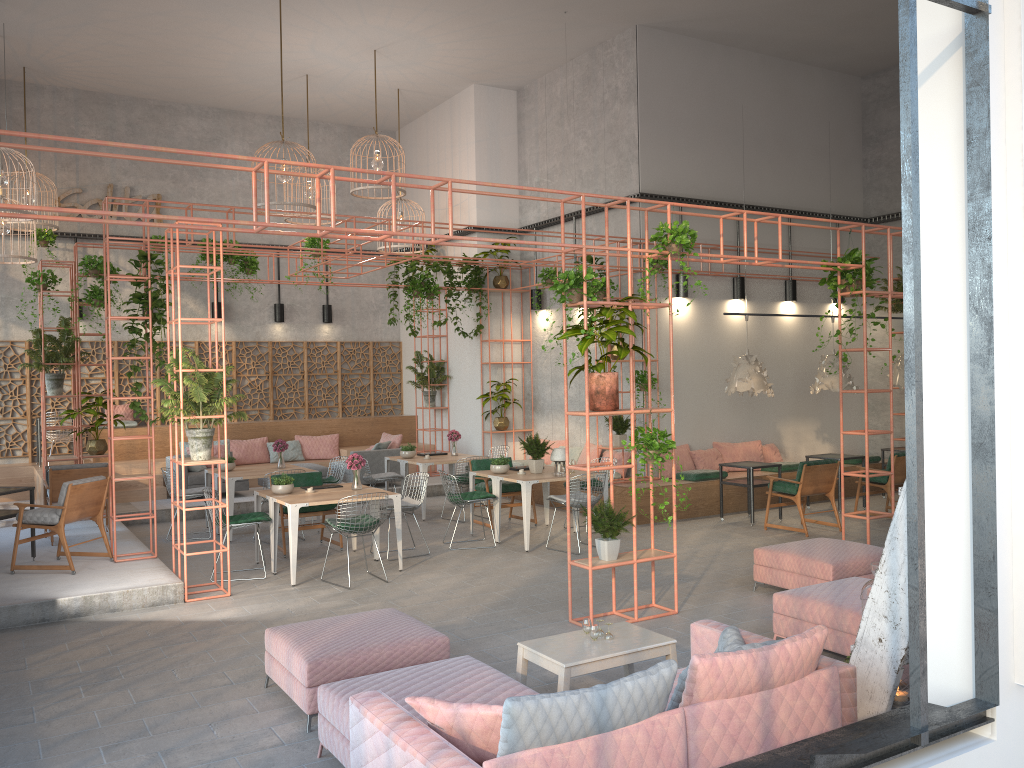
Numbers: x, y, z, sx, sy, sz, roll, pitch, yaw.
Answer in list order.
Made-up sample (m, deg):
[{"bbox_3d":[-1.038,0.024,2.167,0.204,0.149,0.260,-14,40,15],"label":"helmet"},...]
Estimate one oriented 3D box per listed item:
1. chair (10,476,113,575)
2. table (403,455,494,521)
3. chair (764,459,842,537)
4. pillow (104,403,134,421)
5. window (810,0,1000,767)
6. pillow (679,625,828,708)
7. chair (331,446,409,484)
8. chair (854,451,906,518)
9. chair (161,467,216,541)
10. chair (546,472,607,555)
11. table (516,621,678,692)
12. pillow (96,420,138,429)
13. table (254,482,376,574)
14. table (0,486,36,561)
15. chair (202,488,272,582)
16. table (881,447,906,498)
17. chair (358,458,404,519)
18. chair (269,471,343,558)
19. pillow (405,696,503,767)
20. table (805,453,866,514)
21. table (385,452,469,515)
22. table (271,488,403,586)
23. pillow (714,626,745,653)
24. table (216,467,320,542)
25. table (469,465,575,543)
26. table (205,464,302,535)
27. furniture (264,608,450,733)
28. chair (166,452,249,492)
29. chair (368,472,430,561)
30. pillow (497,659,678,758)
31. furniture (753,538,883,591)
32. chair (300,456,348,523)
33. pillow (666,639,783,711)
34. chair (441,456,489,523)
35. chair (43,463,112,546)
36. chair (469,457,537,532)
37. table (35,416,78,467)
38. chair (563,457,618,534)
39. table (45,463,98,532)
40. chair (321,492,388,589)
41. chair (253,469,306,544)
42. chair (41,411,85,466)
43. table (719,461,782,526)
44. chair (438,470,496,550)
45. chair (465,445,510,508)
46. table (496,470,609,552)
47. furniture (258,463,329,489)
[{"bbox_3d":[-4.619,1.435,9.138,0.685,0.914,0.722,-1,1,9],"label":"chair"},{"bbox_3d":[-0.946,1.546,13.381,1.214,0.830,0.694,-1,1,-31],"label":"table"},{"bbox_3d":[3.761,1.433,11.456,0.722,0.929,0.685,-1,1,-31],"label":"chair"},{"bbox_3d":[-6.995,0.511,15.795,0.499,0.324,0.307,-1,1,-16],"label":"pillow"},{"bbox_3d":[-0.043,-1.503,2.144,4.126,5.544,0.089,-1,1,-31],"label":"window"},{"bbox_3d":[1.074,1.369,4.023,0.839,0.474,0.276,-1,1,-30],"label":"pillow"},{"bbox_3d":[-2.513,1.448,15.622,1.052,0.672,1.127,-1,1,-31],"label":"chair"},{"bbox_3d":[5.280,1.394,12.364,0.722,0.930,0.685,-1,1,-31],"label":"chair"},{"bbox_3d":[-4.331,1.584,11.932,0.717,0.941,0.565,-1,1,-15],"label":"chair"},{"bbox_3d":[0.776,1.491,10.536,0.565,0.941,0.717,-2,1,-35],"label":"chair"},{"bbox_3d":[0.522,1.794,5.407,0.916,0.455,0.520,-1,1,-31],"label":"table"},{"bbox_3d":[-6.922,0.718,15.514,0.637,0.149,0.491,-1,1,-30],"label":"pillow"},{"bbox_3d":[-2.238,1.614,10.111,1.205,0.830,0.694,-1,1,-31],"label":"table"},{"bbox_3d":[-5.457,1.506,9.267,0.635,0.798,0.602,-1,1,9],"label":"table"},{"bbox_3d":[-2.916,1.577,9.469,0.717,0.941,0.565,-1,1,-15],"label":"chair"},{"bbox_3d":[6.304,1.425,14.061,0.602,0.798,0.635,-1,1,-31],"label":"table"},{"bbox_3d":[-1.984,1.523,13.336,0.717,0.941,0.565,-1,1,-15],"label":"chair"},{"bbox_3d":[-2.526,1.561,10.786,0.722,0.917,0.685,-1,1,-31],"label":"chair"},{"bbox_3d":[-0.159,1.446,3.675,0.495,0.349,0.308,-1,1,19],"label":"pillow"},{"bbox_3d":[4.798,1.464,13.160,0.602,0.798,0.635,-1,1,-31],"label":"table"},{"bbox_3d":[-1.307,1.548,13.977,1.205,0.830,0.694,-1,1,-31],"label":"table"},{"bbox_3d":[-1.877,1.612,9.515,1.214,0.830,0.694,-1,1,-31],"label":"table"},{"bbox_3d":[1.059,1.446,4.539,0.307,0.324,0.500,-1,1,4],"label":"pillow"},{"bbox_3d":[-3.294,1.607,11.980,1.214,0.830,0.694,-1,1,-31],"label":"table"},{"bbox_3d":[0.141,1.540,11.554,1.205,0.830,0.694,-1,1,-31],"label":"table"},{"bbox_3d":[-3.654,1.609,12.574,1.205,0.830,0.694,-1,1,-31],"label":"table"},{"bbox_3d":[-1.032,1.820,5.856,0.976,0.446,0.941,-1,1,-31],"label":"furniture"},{"bbox_3d":[-5.020,1.466,14.597,1.127,0.586,1.056,-1,1,-31],"label":"chair"},{"bbox_3d":[-1.326,1.536,10.429,0.717,0.941,0.565,-1,1,-30],"label":"chair"},{"bbox_3d":[0.291,1.391,3.568,0.836,0.476,0.273,-1,1,-30],"label":"pillow"},{"bbox_3d":[2.915,1.717,8.215,0.976,0.446,0.941,-1,1,-31],"label":"furniture"},{"bbox_3d":[-2.742,1.543,12.892,0.717,0.941,0.565,-1,1,-30],"label":"chair"},{"bbox_3d":[1.009,1.401,4.159,0.666,0.385,0.289,-1,1,-30],"label":"pillow"},{"bbox_3d":[-0.673,1.499,12.959,0.565,0.941,0.717,-2,1,-35],"label":"chair"},{"bbox_3d":[-5.293,1.426,10.829,0.722,0.929,0.685,-1,1,-31],"label":"chair"},{"bbox_3d":[-0.145,1.500,12.229,0.722,0.917,0.685,-1,1,-31],"label":"chair"},{"bbox_3d":[-7.592,0.953,14.804,0.602,0.798,0.635,-1,1,-31],"label":"table"},{"bbox_3d":[1.053,1.474,11.872,0.717,0.941,0.565,-1,1,-30],"label":"chair"},{"bbox_3d":[-5.848,1.492,11.777,0.602,0.798,0.635,-1,1,-31],"label":"table"},{"bbox_3d":[-1.604,1.553,9.093,0.565,0.941,0.717,-2,1,-35],"label":"chair"},{"bbox_3d":[-3.020,1.560,11.556,0.565,0.941,0.717,-2,1,-35],"label":"chair"},{"bbox_3d":[-6.775,0.875,13.406,0.565,0.941,0.717,-1,1,-22],"label":"chair"},{"bbox_3d":[3.292,1.503,12.260,0.602,0.798,0.635,-1,1,-31],"label":"table"},{"bbox_3d":[-0.536,1.515,10.913,0.717,0.941,0.565,-1,1,-15],"label":"chair"},{"bbox_3d":[-0.395,1.482,14.295,0.717,0.941,0.565,-1,1,-30],"label":"chair"},{"bbox_3d":[0.502,1.538,10.958,1.214,0.830,0.694,-1,1,-31],"label":"table"},{"bbox_3d":[-3.712,1.591,15.031,0.975,0.446,0.941,-1,1,-31],"label":"furniture"}]
